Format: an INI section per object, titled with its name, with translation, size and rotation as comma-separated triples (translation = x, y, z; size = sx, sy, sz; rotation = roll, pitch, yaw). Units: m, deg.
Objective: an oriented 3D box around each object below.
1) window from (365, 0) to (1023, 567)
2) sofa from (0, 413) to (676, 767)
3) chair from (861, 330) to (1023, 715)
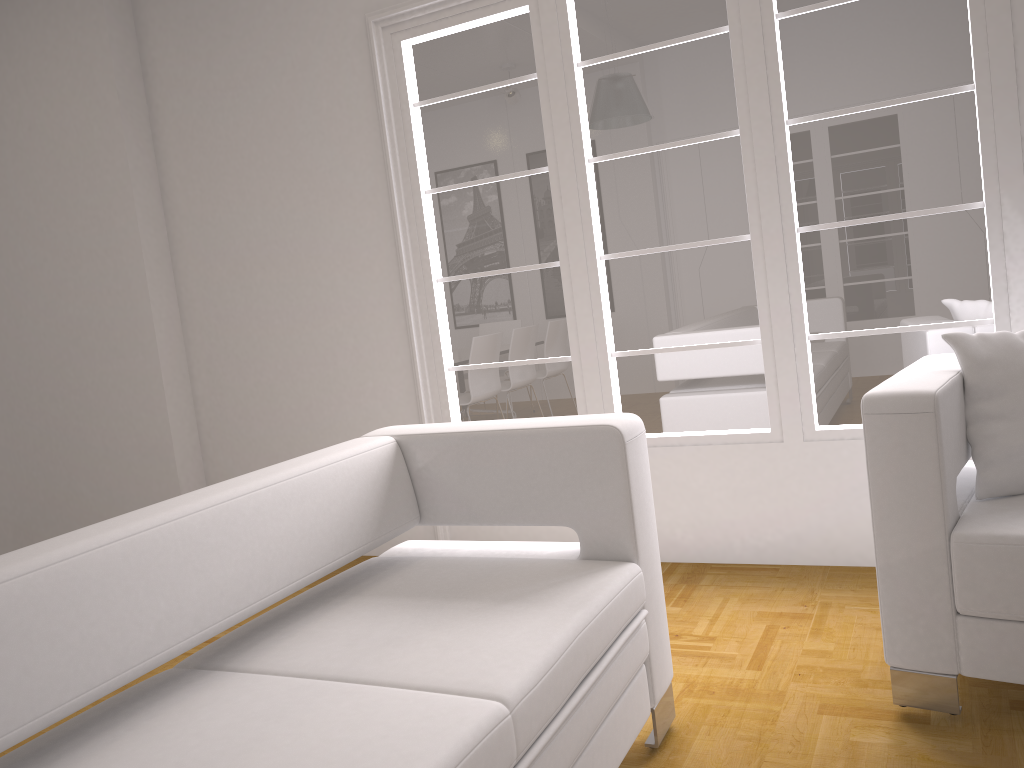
[window]
translation = 1.019, -0.547, 3.424
size = 3.348, 2.524, 0.196
rotation = -5, 5, 26
[sofa]
translation = -0.518, 0.697, 1.354
size = 0.822, 0.847, 2.629
rotation = -5, 6, 26
[chair]
translation = 1.572, 0.298, 2.235
size = 1.095, 0.910, 0.803
rotation = -3, 6, 36
